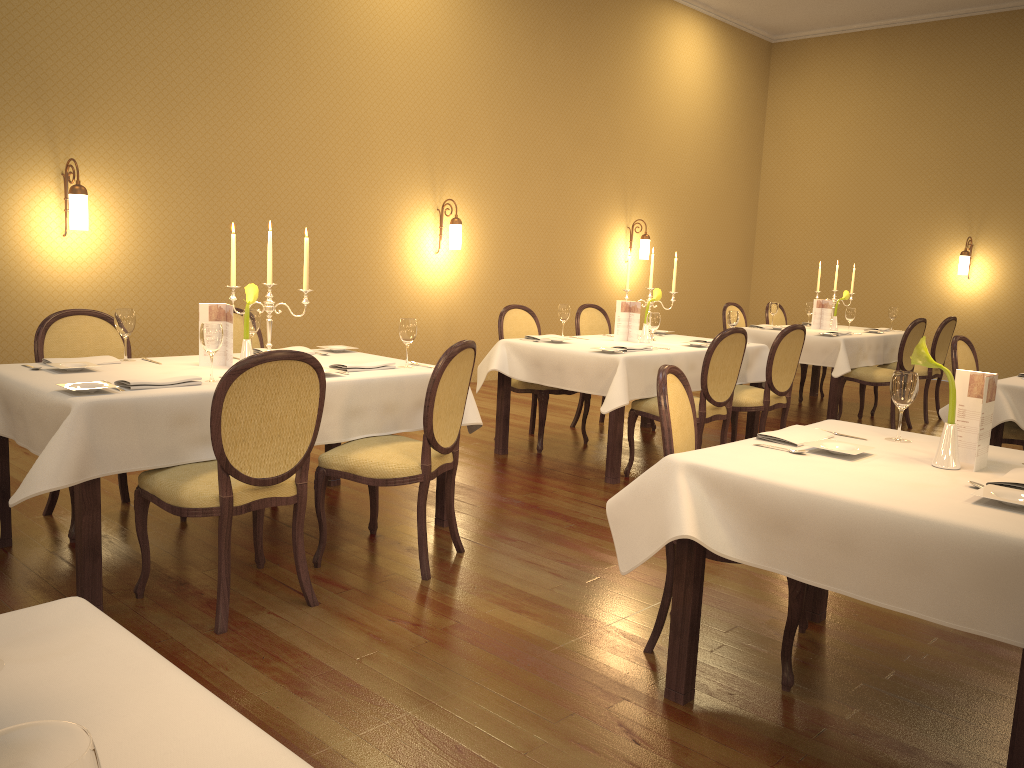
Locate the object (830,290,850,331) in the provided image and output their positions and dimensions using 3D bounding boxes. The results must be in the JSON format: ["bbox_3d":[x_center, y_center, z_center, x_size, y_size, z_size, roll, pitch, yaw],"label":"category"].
[{"bbox_3d":[3.004,-0.675,8.138,0.076,0.375,0.163,-1,9,-25],"label":"object"}]

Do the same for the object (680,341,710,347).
[{"bbox_3d":[1.230,-0.262,5.929,0.160,0.024,0.160,10,11,43],"label":"object"}]

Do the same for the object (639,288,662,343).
[{"bbox_3d":[0.928,-0.459,5.957,0.076,0.375,0.163,-1,9,-25],"label":"object"}]

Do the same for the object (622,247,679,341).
[{"bbox_3d":[0.961,-0.626,6.168,0.390,0.655,0.131,1,8,-13],"label":"object"}]

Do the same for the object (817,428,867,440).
[{"bbox_3d":[1.103,0.168,2.979,0.185,0.010,0.017,11,11,43],"label":"object"}]

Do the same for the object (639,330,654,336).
[{"bbox_3d":[0.917,-0.376,6.586,0.142,0.033,0.273,10,11,43],"label":"object"}]

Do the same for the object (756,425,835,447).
[{"bbox_3d":[0.925,0.168,2.886,0.142,0.024,0.273,10,11,43],"label":"object"}]

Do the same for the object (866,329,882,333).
[{"bbox_3d":[3.306,-0.478,8.111,0.160,0.024,0.160,10,11,43],"label":"object"}]

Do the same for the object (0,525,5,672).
[{"bbox_3d":[-0.677,0.245,1.090,0.088,0.229,0.088,3,8,1],"label":"object"}]

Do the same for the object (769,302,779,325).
[{"bbox_3d":[2.429,-0.646,8.249,0.088,0.229,0.088,3,8,1],"label":"object"}]

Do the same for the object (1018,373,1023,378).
[{"bbox_3d":[3.016,-0.050,5.083,0.142,0.024,0.273,10,11,43],"label":"object"}]

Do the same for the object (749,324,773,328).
[{"bbox_3d":[2.303,-0.527,8.118,0.142,0.024,0.273,10,11,43],"label":"object"}]

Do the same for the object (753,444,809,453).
[{"bbox_3d":[0.814,0.193,2.693,0.181,0.015,0.038,11,12,44],"label":"object"}]

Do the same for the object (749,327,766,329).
[{"bbox_3d":[2.192,-0.501,7.924,0.181,0.015,0.038,11,12,44],"label":"object"}]

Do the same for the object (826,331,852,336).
[{"bbox_3d":[2.811,-0.439,7.661,0.142,0.033,0.273,10,11,43],"label":"object"}]

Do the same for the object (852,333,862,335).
[{"bbox_3d":[3.012,-0.451,7.869,0.185,0.010,0.017,11,12,44],"label":"object"}]

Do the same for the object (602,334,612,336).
[{"bbox_3d":[0.726,-0.344,6.366,0.185,0.010,0.017,11,11,43],"label":"object"}]

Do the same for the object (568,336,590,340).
[{"bbox_3d":[0.463,-0.317,6.089,0.185,0.010,0.017,11,11,43],"label":"object"}]

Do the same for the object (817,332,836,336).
[{"bbox_3d":[2.685,-0.423,7.552,0.181,0.015,0.038,11,12,44],"label":"object"}]

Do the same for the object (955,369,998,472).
[{"bbox_3d":[1.357,0.106,2.580,0.081,0.277,0.166,3,8,0],"label":"object"}]

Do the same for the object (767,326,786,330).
[{"bbox_3d":[2.367,-0.495,7.914,0.160,0.024,0.160,10,11,43],"label":"object"}]

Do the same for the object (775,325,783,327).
[{"bbox_3d":[2.539,-0.533,8.271,0.185,0.010,0.017,11,11,43],"label":"object"}]

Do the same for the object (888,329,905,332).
[{"bbox_3d":[3.702,-0.521,8.568,0.181,0.015,0.038,11,12,44],"label":"object"}]

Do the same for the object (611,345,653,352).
[{"bbox_3d":[0.735,-0.223,5.479,0.142,0.033,0.273,10,11,43],"label":"object"}]

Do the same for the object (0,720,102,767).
[{"bbox_3d":[-0.306,0.340,0.566,0.088,0.229,0.088,3,8,1],"label":"object"}]

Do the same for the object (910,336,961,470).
[{"bbox_3d":[1.222,0.052,2.552,0.163,0.375,0.076,6,9,20],"label":"object"}]

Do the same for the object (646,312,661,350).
[{"bbox_3d":[0.889,-0.336,5.605,0.088,0.229,0.088,3,8,1],"label":"object"}]

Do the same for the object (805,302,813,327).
[{"bbox_3d":[2.884,-0.675,8.601,0.088,0.229,0.088,3,8,1],"label":"object"}]

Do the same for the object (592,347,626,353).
[{"bbox_3d":[0.572,-0.197,5.264,0.160,0.024,0.160,10,11,43],"label":"object"}]

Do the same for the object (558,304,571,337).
[{"bbox_3d":[0.353,-0.430,6.067,0.088,0.229,0.088,3,8,1],"label":"object"}]

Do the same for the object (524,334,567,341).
[{"bbox_3d":[0.227,-0.311,5.936,0.142,0.024,0.273,10,11,43],"label":"object"}]

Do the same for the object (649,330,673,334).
[{"bbox_3d":[1.141,-0.395,6.814,0.160,0.024,0.160,10,11,43],"label":"object"}]

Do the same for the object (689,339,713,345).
[{"bbox_3d":[1.375,-0.298,6.205,0.142,0.033,0.273,10,11,43],"label":"object"}]

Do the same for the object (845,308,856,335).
[{"bbox_3d":[2.965,-0.552,7.787,0.088,0.229,0.088,3,8,1],"label":"object"}]

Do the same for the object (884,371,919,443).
[{"bbox_3d":[1.285,0.074,2.923,0.088,0.229,0.088,2,8,-5],"label":"object"}]

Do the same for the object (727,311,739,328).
[{"bbox_3d":[1.567,-0.405,6.311,0.088,0.229,0.088,3,8,1],"label":"object"}]

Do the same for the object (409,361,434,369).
[{"bbox_3d":[-0.430,-0.091,4.225,0.181,0.015,0.038,11,12,44],"label":"object"}]

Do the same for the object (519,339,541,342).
[{"bbox_3d":[0.116,-0.285,5.742,0.181,0.015,0.038,11,12,44],"label":"object"}]

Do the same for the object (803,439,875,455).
[{"bbox_3d":[0.990,0.199,2.682,0.160,0.024,0.160,10,11,43],"label":"object"}]

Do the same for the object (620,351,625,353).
[{"bbox_3d":[0.609,-0.207,5.370,0.181,0.015,0.038,11,12,44],"label":"object"}]

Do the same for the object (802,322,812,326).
[{"bbox_3d":[2.993,-0.592,8.768,0.142,0.033,0.273,10,11,43],"label":"object"}]

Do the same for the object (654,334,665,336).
[{"bbox_3d":[1.069,-0.374,6.669,0.181,0.015,0.038,11,12,44],"label":"object"}]

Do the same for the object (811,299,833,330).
[{"bbox_3d":[2.865,-0.641,8.208,0.166,0.277,0.081,5,9,14],"label":"object"}]

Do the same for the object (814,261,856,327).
[{"bbox_3d":[3.037,-0.842,8.350,0.390,0.655,0.131,1,8,-13],"label":"object"}]

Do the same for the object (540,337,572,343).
[{"bbox_3d":[0.291,-0.279,5.732,0.160,0.024,0.160,10,11,43],"label":"object"}]

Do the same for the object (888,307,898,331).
[{"bbox_3d":[3.643,-0.621,8.492,0.088,0.229,0.088,3,8,1],"label":"object"}]

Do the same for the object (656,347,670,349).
[{"bbox_3d":[0.936,-0.235,5.687,0.185,0.010,0.017,11,12,44],"label":"object"}]

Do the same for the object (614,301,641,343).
[{"bbox_3d":[0.789,-0.424,6.026,0.166,0.277,0.081,5,9,14],"label":"object"}]

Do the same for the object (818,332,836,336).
[{"bbox_3d":[2.648,-0.413,7.446,0.160,0.024,0.160,10,11,43],"label":"object"}]

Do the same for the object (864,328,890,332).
[{"bbox_3d":[3.451,-0.514,8.387,0.142,0.033,0.273,10,11,43],"label":"object"}]
